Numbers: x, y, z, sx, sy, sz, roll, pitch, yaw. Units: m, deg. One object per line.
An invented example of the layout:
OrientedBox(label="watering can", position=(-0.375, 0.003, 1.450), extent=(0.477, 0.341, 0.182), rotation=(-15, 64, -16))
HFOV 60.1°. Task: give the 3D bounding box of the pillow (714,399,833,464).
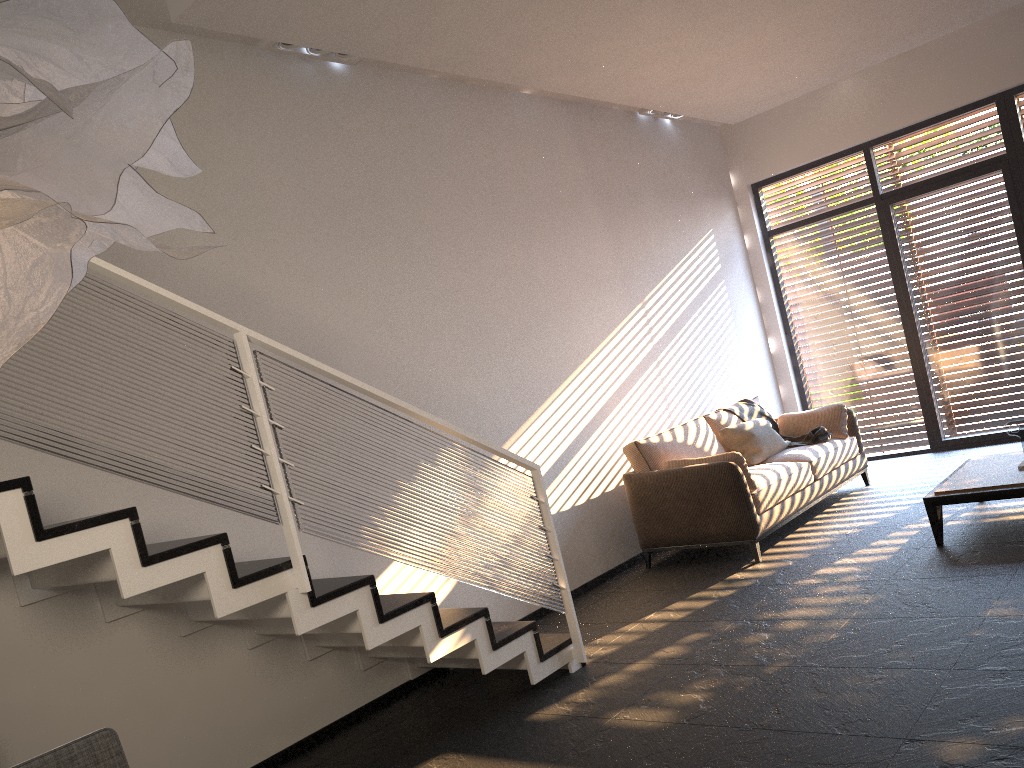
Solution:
OrientedBox(label="pillow", position=(1.998, 0.487, 7.334), extent=(1.012, 0.709, 0.959), rotation=(-14, 0, -25))

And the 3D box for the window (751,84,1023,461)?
OrientedBox(label="window", position=(4.503, -1.060, 7.509), extent=(4.972, 3.033, 0.456), rotation=(-14, 2, 40))

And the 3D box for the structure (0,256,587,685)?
OrientedBox(label="structure", position=(-2.386, -2.237, 0.389), extent=(4.259, 8.323, 8.400), rotation=(-12, 1, 40))

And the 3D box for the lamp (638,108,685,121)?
OrientedBox(label="lamp", position=(1.375, -2.410, 7.741), extent=(0.255, 0.066, 0.640), rotation=(-14, -1, 40))

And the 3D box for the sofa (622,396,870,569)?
OrientedBox(label="sofa", position=(1.849, 0.639, 6.846), extent=(0.999, 0.921, 2.305), rotation=(-13, 0, 40))

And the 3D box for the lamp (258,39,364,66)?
OrientedBox(label="lamp", position=(-1.045, -1.866, 4.831), extent=(0.255, 0.066, 0.640), rotation=(-14, -1, 40))

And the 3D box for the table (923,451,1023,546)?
OrientedBox(label="table", position=(3.134, 0.612, 5.182), extent=(1.055, 0.307, 1.108), rotation=(-14, -1, 40))

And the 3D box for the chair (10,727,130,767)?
OrientedBox(label="chair", position=(-0.728, 1.186, 1.648), extent=(0.605, 0.921, 0.471), rotation=(-13, 2, 43))

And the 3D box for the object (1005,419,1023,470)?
OrientedBox(label="object", position=(-0.660, -0.967, 2.468), extent=(8.846, 4.482, 0.367), rotation=(-14, 2, -38))

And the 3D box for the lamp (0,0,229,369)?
OrientedBox(label="lamp", position=(-1.387, -2.363, 0.842), extent=(1.054, 5.221, 1.123), rotation=(-15, 3, -39))
